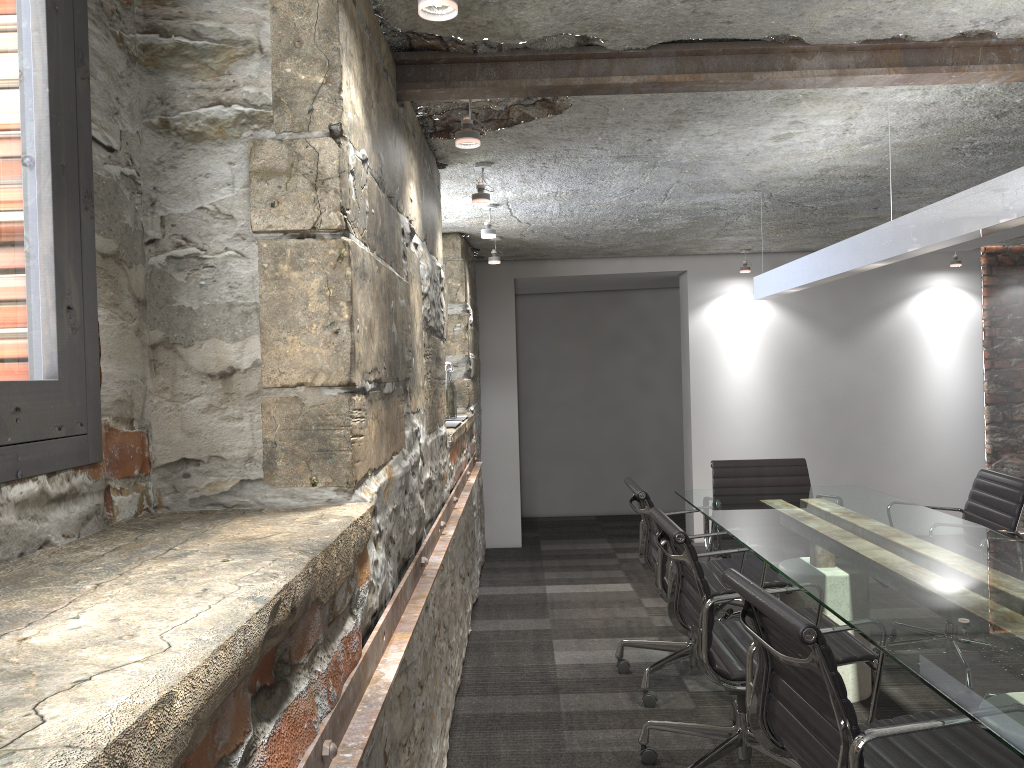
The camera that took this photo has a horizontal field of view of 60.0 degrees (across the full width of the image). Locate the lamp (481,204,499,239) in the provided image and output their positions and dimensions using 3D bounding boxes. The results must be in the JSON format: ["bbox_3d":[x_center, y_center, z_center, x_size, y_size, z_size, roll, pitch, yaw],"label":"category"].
[{"bbox_3d":[-0.113,-0.813,4.429,0.077,0.165,0.098,-1,1,33],"label":"lamp"}]

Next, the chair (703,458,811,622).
[{"bbox_3d":[1.246,0.801,4.209,0.693,0.837,0.667,-2,1,-7],"label":"chair"}]

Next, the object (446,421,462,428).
[{"bbox_3d":[-0.398,0.189,4.111,0.310,0.007,0.457,-2,1,0],"label":"object"}]

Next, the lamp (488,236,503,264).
[{"bbox_3d":[-0.105,-0.825,5.472,0.077,0.165,0.098,-1,1,33],"label":"lamp"}]

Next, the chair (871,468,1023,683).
[{"bbox_3d":[1.750,0.793,3.642,0.667,0.837,0.693,-2,1,-1],"label":"chair"}]

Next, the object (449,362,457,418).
[{"bbox_3d":[-0.333,0.034,4.724,0.073,0.300,0.073,-2,1,-31],"label":"object"}]

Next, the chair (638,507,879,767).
[{"bbox_3d":[0.769,0.831,2.788,0.667,0.837,0.693,-2,1,-9],"label":"chair"}]

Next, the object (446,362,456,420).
[{"bbox_3d":[-0.334,0.035,4.631,0.073,0.300,0.073,-2,1,-31],"label":"object"}]

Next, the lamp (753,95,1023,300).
[{"bbox_3d":[1.197,-0.653,2.753,0.073,0.524,3.159,-2,1,0],"label":"lamp"}]

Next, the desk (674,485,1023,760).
[{"bbox_3d":[1.245,0.881,2.772,0.909,0.711,3.154,-2,1,0],"label":"desk"}]

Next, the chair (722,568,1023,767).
[{"bbox_3d":[0.806,0.840,1.853,0.667,0.837,0.693,-2,1,-12],"label":"chair"}]

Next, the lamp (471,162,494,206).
[{"bbox_3d":[-0.120,-0.802,3.558,0.077,0.165,0.098,-1,1,33],"label":"lamp"}]

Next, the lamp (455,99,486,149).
[{"bbox_3d":[-0.128,-0.792,2.650,0.077,0.165,0.098,-1,1,33],"label":"lamp"}]

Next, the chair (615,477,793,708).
[{"bbox_3d":[0.793,0.820,3.668,0.667,0.837,0.693,-2,1,-8],"label":"chair"}]

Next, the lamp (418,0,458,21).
[{"bbox_3d":[-0.136,-0.780,1.680,0.077,0.165,0.098,-1,1,33],"label":"lamp"}]

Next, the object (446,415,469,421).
[{"bbox_3d":[-0.394,0.183,4.674,0.310,0.007,0.457,-2,1,0],"label":"object"}]
